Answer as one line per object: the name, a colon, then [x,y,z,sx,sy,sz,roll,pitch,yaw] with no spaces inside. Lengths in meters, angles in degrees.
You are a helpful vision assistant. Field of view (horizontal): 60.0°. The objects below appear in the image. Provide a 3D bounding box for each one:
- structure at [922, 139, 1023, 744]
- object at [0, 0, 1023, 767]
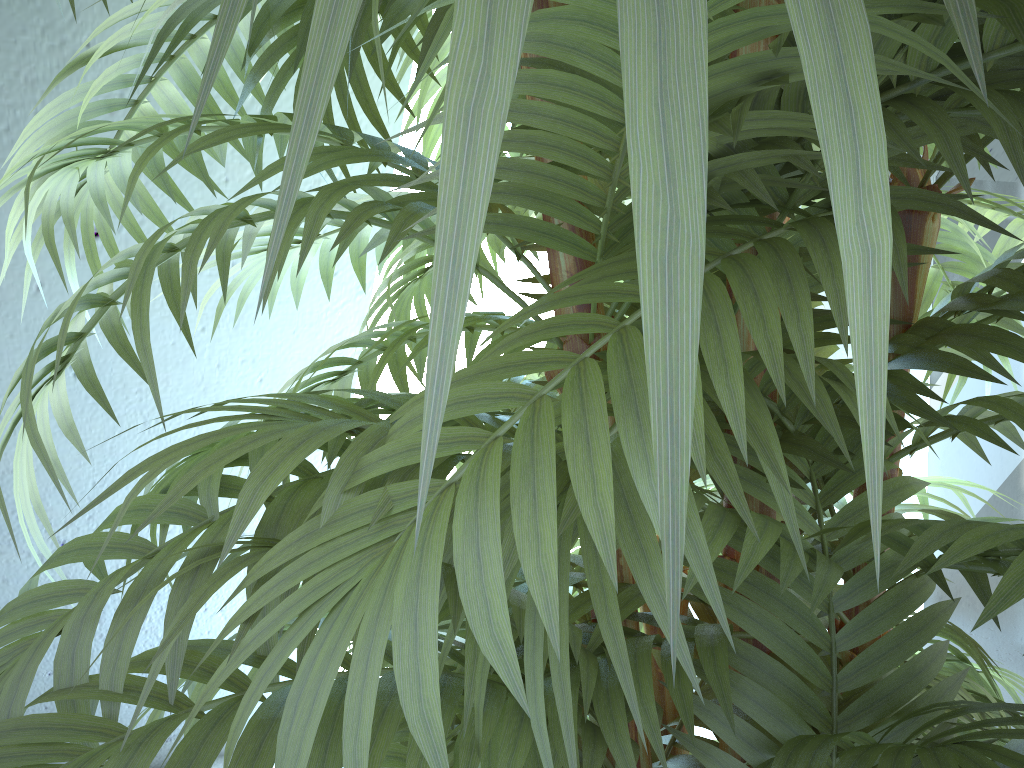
structure: [1.609,-0.058,1.139,1.184,2.114,1.835,-3,6,-25]
object: [0.126,0.058,0.534,1.020,2.034,0.980,1,6,24]
